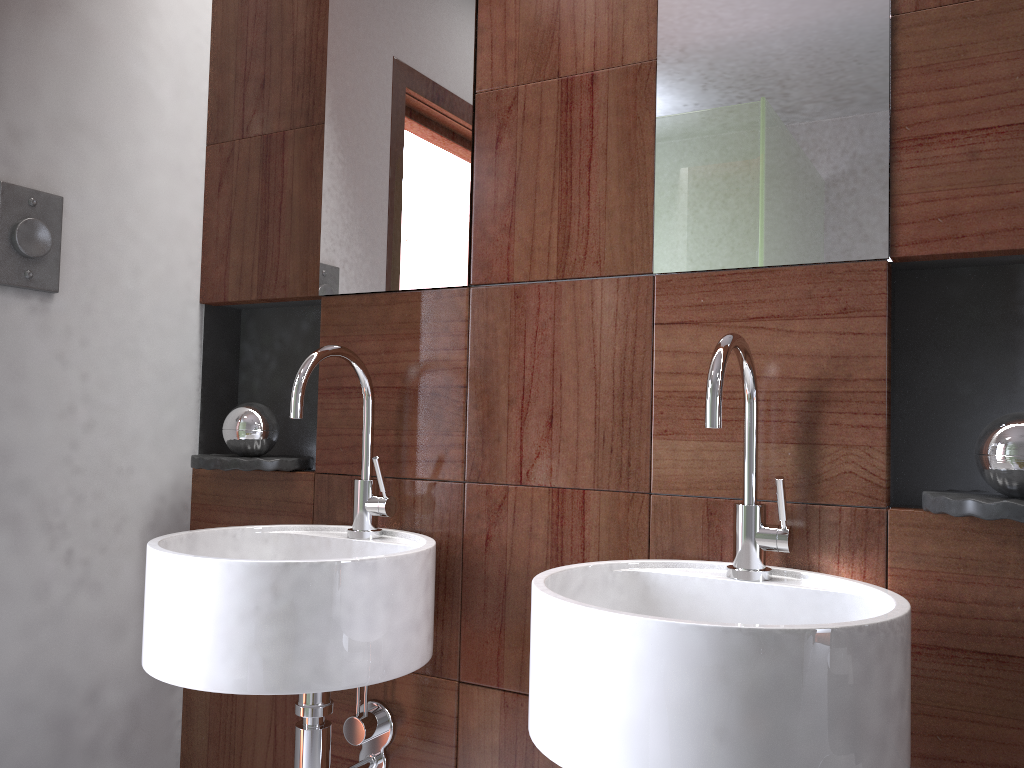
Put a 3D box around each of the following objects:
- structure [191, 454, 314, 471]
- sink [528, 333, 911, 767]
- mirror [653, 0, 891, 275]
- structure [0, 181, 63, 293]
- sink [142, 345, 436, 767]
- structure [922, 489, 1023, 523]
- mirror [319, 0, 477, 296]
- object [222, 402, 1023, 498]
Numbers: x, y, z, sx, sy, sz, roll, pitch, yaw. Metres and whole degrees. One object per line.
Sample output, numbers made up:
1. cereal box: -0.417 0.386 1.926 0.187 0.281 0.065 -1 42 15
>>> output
1. structure: -0.485 0.146 1.663 0.222 0.023 0.220 2 -3 -11
2. sink: 0.229 0.290 1.014 0.415 0.715 0.417 0 -3 29
3. mirror: 0.353 -0.477 1.229 0.316 0.635 0.010 0 -3 29
4. structure: -0.783 -0.236 1.440 0.028 0.164 0.109 0 -3 29
5. sink: -0.322 0.291 1.323 0.415 0.715 0.417 0 -3 29
6. structure: 0.608 0.145 1.051 0.220 0.023 0.222 0 -3 19
7. mirror: -0.200 -0.476 1.538 0.316 0.635 0.010 0 -3 29
8. object: 0.058 0.085 1.348 1.350 0.104 0.104 0 -3 29
